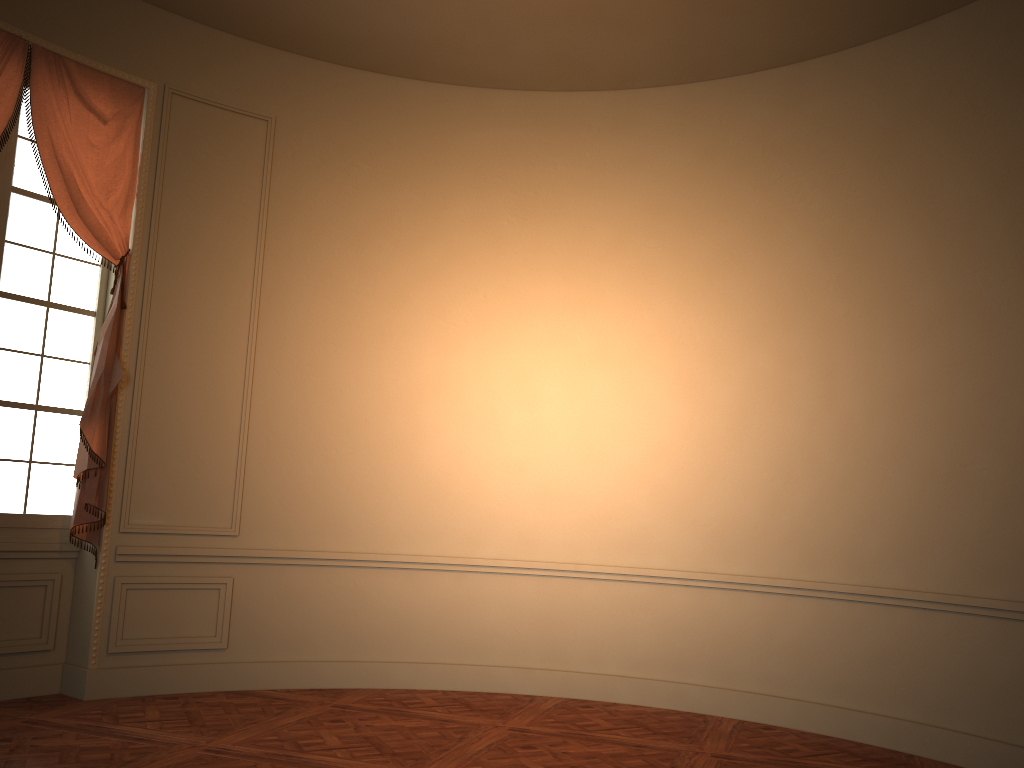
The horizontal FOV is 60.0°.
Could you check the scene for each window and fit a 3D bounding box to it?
[{"bbox_3d":[-2.966,-0.532,5.026,0.046,2.826,1.340,-1,-8,38],"label":"window"}]

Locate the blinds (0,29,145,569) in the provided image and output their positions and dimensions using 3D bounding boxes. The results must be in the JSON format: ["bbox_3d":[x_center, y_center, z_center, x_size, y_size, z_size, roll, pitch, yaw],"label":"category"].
[{"bbox_3d":[-2.743,-0.477,4.863,0.279,2.966,1.367,-1,-8,37],"label":"blinds"}]
